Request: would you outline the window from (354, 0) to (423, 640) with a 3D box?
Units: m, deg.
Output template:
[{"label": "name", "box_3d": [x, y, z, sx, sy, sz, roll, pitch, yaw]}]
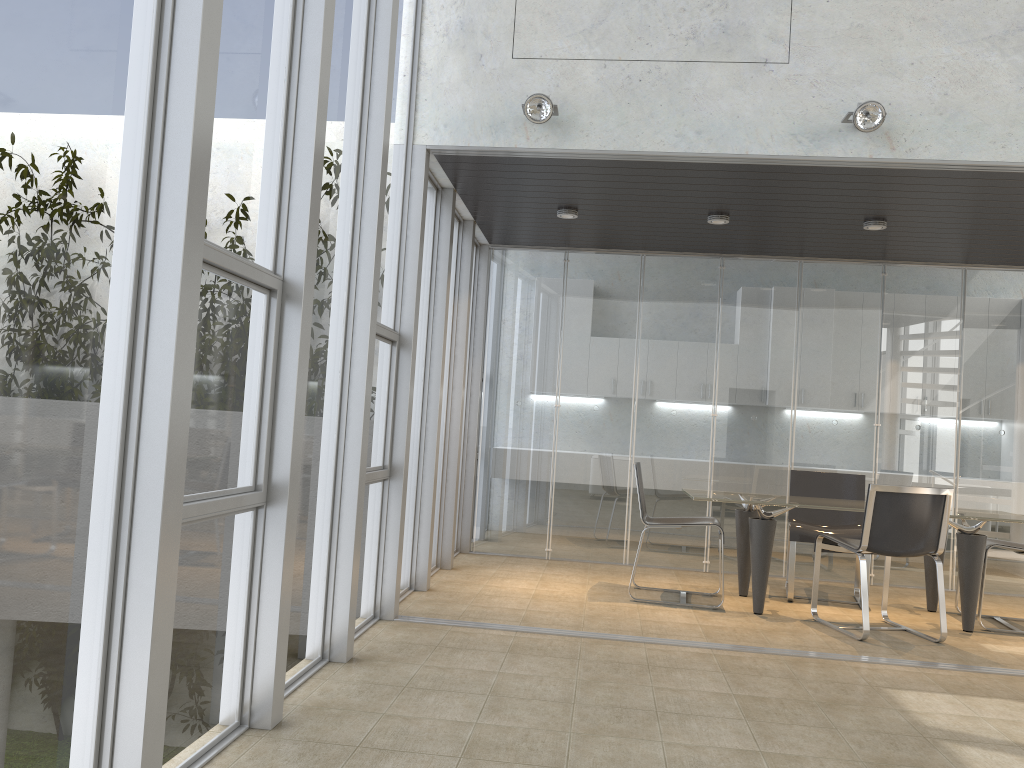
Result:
[{"label": "window", "box_3d": [-0.627, -1.546, 4.699, 0.050, 5.700, 0.800, 3, -3, 6]}]

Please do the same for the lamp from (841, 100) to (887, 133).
[{"label": "lamp", "box_3d": [1.871, -1.398, 4.701, 0.197, 0.154, 0.254, 3, -3, 6]}]

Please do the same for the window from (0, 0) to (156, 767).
[{"label": "window", "box_3d": [-0.931, -1.692, 1.979, 0.010, 5.650, 0.741, 3, -3, 6]}]

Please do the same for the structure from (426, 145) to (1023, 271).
[{"label": "structure", "box_3d": [1.168, -1.995, 2.475, 9.817, 6.605, 10.665, 3, -3, 5]}]

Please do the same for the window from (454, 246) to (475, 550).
[{"label": "window", "box_3d": [-0.449, 0.094, 7.353, 0.010, 2.645, 0.741, 3, -3, 6]}]

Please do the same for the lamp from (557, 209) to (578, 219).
[{"label": "lamp", "box_3d": [0.401, -1.228, 6.404, 0.149, 0.038, 0.149, 3, -3, 21]}]

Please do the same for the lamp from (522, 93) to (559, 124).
[{"label": "lamp", "box_3d": [0.151, -1.499, 4.875, 0.197, 0.154, 0.228, 3, -3, 6]}]

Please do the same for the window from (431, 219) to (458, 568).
[{"label": "window", "box_3d": [-0.545, 0.046, 6.445, 0.010, 2.645, 0.741, 3, -3, 6]}]

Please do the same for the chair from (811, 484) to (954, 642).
[{"label": "chair", "box_3d": [2.282, 1.072, 5.502, 0.546, 0.922, 0.660, 4, -3, -9]}]

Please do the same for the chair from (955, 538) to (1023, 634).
[{"label": "chair", "box_3d": [3.418, 1.165, 5.946, 0.660, 0.922, 0.546, 3, -3, 11]}]

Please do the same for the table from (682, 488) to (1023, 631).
[{"label": "table", "box_3d": [2.321, 1.189, 6.074, 2.250, 0.733, 0.900, 3, -3, 6]}]

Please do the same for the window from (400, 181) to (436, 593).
[{"label": "window", "box_3d": [-0.641, -0.003, 5.538, 0.010, 2.645, 0.741, 3, -3, 6]}]

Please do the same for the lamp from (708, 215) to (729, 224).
[{"label": "lamp", "box_3d": [1.464, -1.166, 6.288, 0.149, 0.038, 0.149, 3, -3, 21]}]

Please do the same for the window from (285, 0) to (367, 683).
[{"label": "window", "box_3d": [-0.738, -1.595, 3.793, 0.010, 5.650, 0.741, 3, -3, 6]}]

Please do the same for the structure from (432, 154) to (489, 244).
[{"label": "structure", "box_3d": [2.718, 1.081, 4.856, 6.700, 6.900, 4.916, 3, -3, 6]}]

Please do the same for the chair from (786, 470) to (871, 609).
[{"label": "chair", "box_3d": [2.325, 1.124, 6.539, 0.546, 0.922, 0.660, 3, -3, 16]}]

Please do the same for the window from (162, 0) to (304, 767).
[{"label": "window", "box_3d": [-0.820, -1.642, 2.884, 0.050, 5.700, 0.800, 3, -3, 6]}]

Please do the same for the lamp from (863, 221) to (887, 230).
[{"label": "lamp", "box_3d": [2.527, -1.104, 6.172, 0.149, 0.038, 0.149, 3, -3, 21]}]

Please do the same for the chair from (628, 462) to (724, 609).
[{"label": "chair", "box_3d": [1.153, 1.034, 6.199, 0.660, 0.922, 0.546, 3, -3, 11]}]
